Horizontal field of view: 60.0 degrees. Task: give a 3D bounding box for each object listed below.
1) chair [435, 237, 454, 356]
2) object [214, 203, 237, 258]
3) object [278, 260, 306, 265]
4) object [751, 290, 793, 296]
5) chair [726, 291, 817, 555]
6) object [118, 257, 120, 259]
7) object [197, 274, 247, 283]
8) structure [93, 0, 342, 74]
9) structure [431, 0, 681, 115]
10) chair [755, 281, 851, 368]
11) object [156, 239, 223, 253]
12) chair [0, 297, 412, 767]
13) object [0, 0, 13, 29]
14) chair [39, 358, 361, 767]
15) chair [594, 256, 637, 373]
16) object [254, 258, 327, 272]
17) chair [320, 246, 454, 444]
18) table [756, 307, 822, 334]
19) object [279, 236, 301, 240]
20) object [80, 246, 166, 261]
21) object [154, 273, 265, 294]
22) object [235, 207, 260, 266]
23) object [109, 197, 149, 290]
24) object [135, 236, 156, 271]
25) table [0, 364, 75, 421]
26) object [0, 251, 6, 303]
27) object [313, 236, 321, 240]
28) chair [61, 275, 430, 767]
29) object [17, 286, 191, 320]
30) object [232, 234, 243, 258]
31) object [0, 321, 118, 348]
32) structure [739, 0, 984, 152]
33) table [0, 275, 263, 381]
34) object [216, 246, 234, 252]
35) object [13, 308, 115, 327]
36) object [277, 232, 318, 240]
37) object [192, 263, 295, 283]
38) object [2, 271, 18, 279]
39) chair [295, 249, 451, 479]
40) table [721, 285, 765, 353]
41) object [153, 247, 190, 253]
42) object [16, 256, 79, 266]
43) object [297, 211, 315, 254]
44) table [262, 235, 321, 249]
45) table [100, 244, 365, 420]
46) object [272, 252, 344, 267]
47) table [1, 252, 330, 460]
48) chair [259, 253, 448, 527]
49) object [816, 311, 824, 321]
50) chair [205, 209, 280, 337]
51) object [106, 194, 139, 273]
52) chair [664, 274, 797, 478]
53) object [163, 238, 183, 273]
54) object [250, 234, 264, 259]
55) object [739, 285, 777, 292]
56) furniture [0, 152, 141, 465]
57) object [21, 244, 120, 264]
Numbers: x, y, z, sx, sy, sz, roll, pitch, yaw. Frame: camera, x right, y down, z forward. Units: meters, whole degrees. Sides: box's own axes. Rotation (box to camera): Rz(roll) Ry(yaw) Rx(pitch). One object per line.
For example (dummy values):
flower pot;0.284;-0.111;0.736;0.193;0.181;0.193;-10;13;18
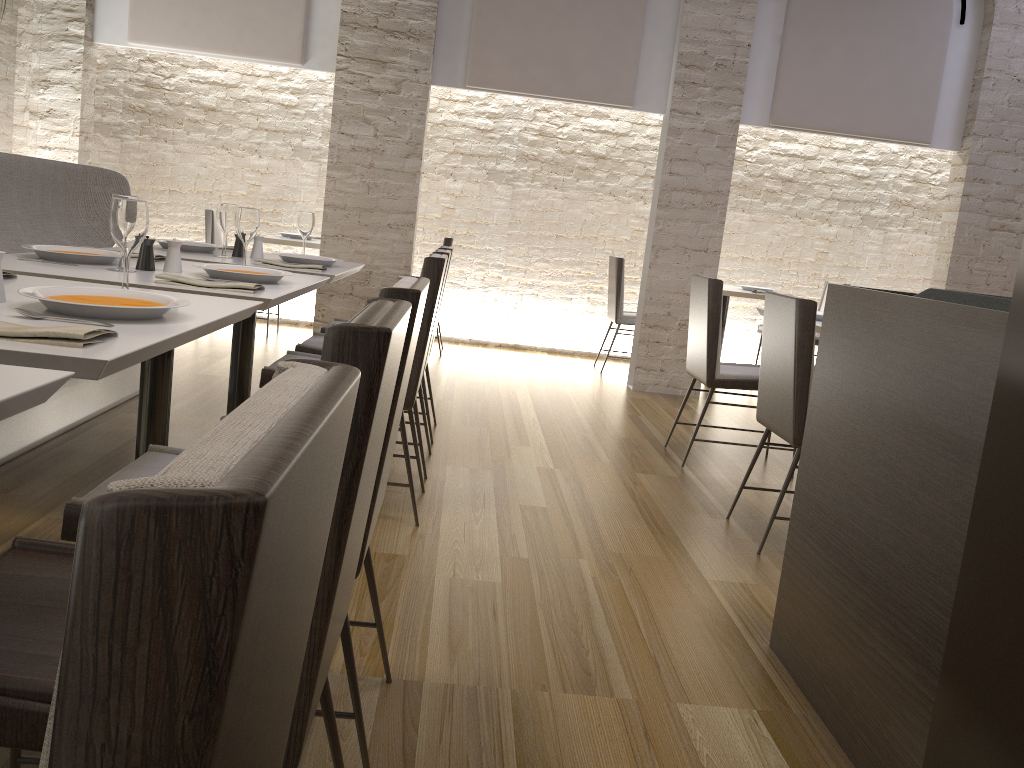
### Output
chair;-0.779;-0.724;6.933;0.565;0.901;0.414;6;8;-4
object;-1.231;-0.659;3.809;0.087;0.229;0.086;11;9;26
object;-0.927;-0.523;3.852;0.181;0.015;0.038;6;10;-2
object;1.965;-0.682;6.702;0.273;0.033;0.143;6;10;-4
chair;1.184;0.150;3.255;0.565;0.901;0.414;6;8;-4
object;-1.425;-0.441;3.050;0.181;0.015;0.038;6;10;-2
object;-0.876;-0.319;2.724;0.181;0.015;0.038;6;10;-2
structure;-1.890;-3.015;5.850;1.633;1.666;0.098;6;8;-3
structure;0.353;-2.775;5.986;1.633;1.666;0.098;6;8;-3
chair;2.313;-0.394;7.121;0.565;0.901;0.414;6;8;-4
object;-1.464;-0.620;4.003;0.323;0.036;0.322;13;12;33
chair;-0.462;0.324;1.156;0.565;0.901;0.414;6;8;-4
object;-2.642;-0.865;3.447;1.144;1.964;1.196;3;9;-23
chair;-0.435;0.429;0.572;0.565;0.901;0.414;6;8;-4
chair;1.011;-0.533;7.042;0.565;0.901;0.414;6;8;-4
object;-0.916;-0.491;3.678;0.273;0.033;0.143;6;10;-4
chair;-0.602;-0.230;4.228;0.565;0.901;0.414;6;8;-4
table;1.768;0.092;4.401;0.936;0.756;1.017;6;9;-4
object;-1.657;-1.097;6.659;0.185;0.010;0.017;6;9;-3
object;-1.410;-0.468;3.214;0.273;0.033;0.143;6;10;-4
object;-0.864;-0.288;2.550;0.273;0.033;0.143;6;10;-4
object;-0.948;-0.512;3.157;0.087;0.229;0.086;11;9;26
object;-0.899;-0.316;2.071;0.087;0.229;0.086;11;9;26
object;-1.162;-0.417;2.817;0.059;0.109;0.059;12;10;32
table;-1.088;0.396;0.745;0.936;0.756;1.017;6;9;-4
object;-1.045;-0.221;1.774;0.059;0.109;0.059;12;10;32
object;-1.658;-1.191;7.180;0.273;0.033;0.143;6;10;-4
chair;-0.487;0.225;1.707;0.565;0.901;0.414;6;8;-4
object;-0.829;-0.162;1.813;0.323;0.036;0.322;13;12;33
object;-1.213;-0.620;3.945;0.059;0.109;0.059;12;10;32
object;-0.815;-0.091;1.458;0.273;0.033;0.143;6;10;-4
structure;2.457;-2.551;6.114;1.633;1.666;0.098;6;8;-3
table;-1.138;0.196;1.851;0.936;0.756;1.017;6;9;-4
object;-1.462;-0.672;4.343;0.273;0.033;0.143;6;10;-4
object;-0.826;-0.122;1.632;0.181;0.015;0.038;6;10;-2
object;-1.660;-1.139;6.840;0.323;0.036;0.322;13;11;31
object;-0.879;-0.359;2.905;0.323;0.036;0.322;13;12;33
object;-1.361;-0.272;2.123;0.273;0.033;0.143;6;10;-4
chair;-0.576;-0.127;3.657;0.565;0.901;0.414;6;8;-4
table;1.642;-0.395;7.095;0.936;0.756;1.017;6;9;-4
object;-1.461;-0.577;3.822;0.185;0.010;0.017;6;9;-3
object;-1.409;-0.374;2.694;0.185;0.010;0.017;6;9;-3
object;-0.999;-0.713;4.273;0.087;0.229;0.086;11;9;26
table;-1.435;-0.723;6.908;0.936;0.756;1.017;6;9;-4
table;-1.239;-0.204;4.071;0.936;0.756;1.017;6;9;-4
object;-0.930;-0.562;4.033;0.323;0.036;0.322;13;12;33
table;-1.188;0.000;2.943;0.936;0.756;1.017;6;9;-4
chair;-0.550;-0.027;3.102;0.565;0.901;0.414;6;8;-4
object;1.544;-0.324;4.332;0.323;0.036;0.322;16;13;42
chair;-2.080;-0.863;6.854;0.565;0.901;0.414;6;8;-4
object;-1.181;-0.458;2.693;0.087;0.229;0.086;11;9;26
chair;1.132;-0.053;4.379;0.565;0.901;0.414;6;8;-4
object;-1.094;-0.417;2.866;0.059;0.109;0.059;12;10;32
object;-1.146;-0.621;3.994;0.059;0.109;0.059;12;10;32
object;1.951;-0.753;7.057;0.323;0.036;0.322;13;11;31
furniture;-1.949;-0.370;3.571;0.707;1.091;2.601;6;10;-4
object;-1.412;-0.416;2.875;0.323;0.036;0.322;13;12;33
